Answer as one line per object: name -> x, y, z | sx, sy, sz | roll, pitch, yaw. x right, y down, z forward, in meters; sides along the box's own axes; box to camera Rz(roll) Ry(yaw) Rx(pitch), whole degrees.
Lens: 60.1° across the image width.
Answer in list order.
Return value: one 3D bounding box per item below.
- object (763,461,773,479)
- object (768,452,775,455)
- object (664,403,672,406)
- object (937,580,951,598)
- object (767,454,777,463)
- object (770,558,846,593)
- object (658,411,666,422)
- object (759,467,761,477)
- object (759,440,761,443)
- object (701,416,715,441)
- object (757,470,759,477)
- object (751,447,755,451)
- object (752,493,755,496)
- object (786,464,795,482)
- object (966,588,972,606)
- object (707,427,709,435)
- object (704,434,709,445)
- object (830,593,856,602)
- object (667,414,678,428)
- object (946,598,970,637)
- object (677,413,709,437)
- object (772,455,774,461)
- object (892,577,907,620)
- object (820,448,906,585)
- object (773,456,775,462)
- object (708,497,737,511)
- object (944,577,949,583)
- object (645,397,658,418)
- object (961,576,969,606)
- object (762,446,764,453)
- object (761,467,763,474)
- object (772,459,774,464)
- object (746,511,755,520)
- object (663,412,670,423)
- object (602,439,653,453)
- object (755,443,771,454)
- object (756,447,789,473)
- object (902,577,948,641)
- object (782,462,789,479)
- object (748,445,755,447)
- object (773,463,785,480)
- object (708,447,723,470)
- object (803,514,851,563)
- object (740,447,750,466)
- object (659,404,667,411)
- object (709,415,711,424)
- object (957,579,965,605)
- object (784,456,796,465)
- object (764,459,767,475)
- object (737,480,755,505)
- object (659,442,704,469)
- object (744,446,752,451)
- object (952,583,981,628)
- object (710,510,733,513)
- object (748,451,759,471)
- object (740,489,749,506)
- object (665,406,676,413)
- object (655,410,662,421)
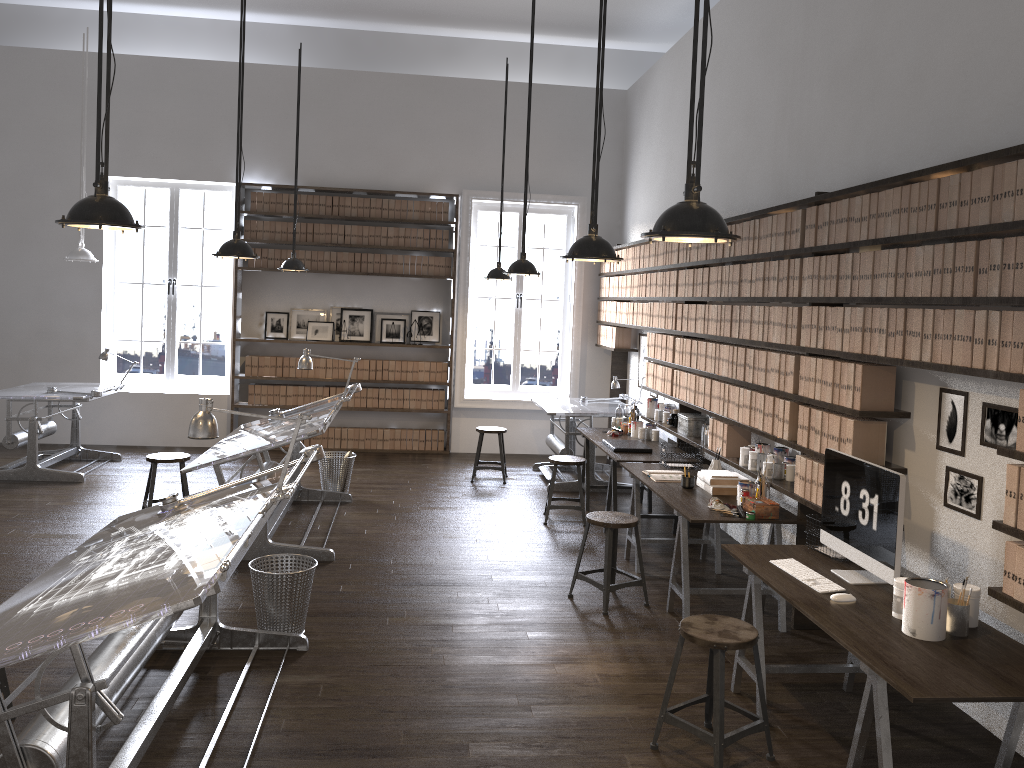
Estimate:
object -> 1.551, 0.522, 5.371 | 0.062, 0.095, 0.062 | 4, 4, 25
object -> 1.627, 0.497, 5.568 | 0.045, 0.127, 0.044 | 3, 3, 11
object -> 1.415, 0.244, 8.055 | 0.072, 0.129, 0.071 | 5, 4, 40
object -> 1.607, 0.826, 3.357 | 0.096, 0.143, 0.097 | 3, 3, 11
object -> 1.615, 0.502, 5.507 | 0.062, 0.119, 0.062 | 0, 4, -38
object -> 1.275, 0.829, 3.844 | 0.118, 0.017, 0.440 | 1, 5, -11
object -> 1.322, 0.285, 7.814 | 0.063, 0.093, 0.063 | 1, 4, -21
object -> 1.402, 0.552, 4.981 | 0.008, 0.186, 0.071 | 4, 3, 36
object -> 1.626, 0.449, 5.809 | 0.009, 0.168, 0.041 | 2, 3, -3
object -> 1.505, 0.305, 6.729 | 0.156, 0.271, 0.182 | 1, 4, -22
object -> 1.395, 0.564, 4.990 | 0.038, 0.153, 0.008 | 5, 3, 43
object -> 1.575, 0.476, 5.767 | 0.044, 0.127, 0.045 | 2, 3, -6
object -> 1.411, 0.680, 5.100 | 0.059, 0.088, 0.060 | 2, 3, -2
object -> 1.674, 0.533, 5.309 | 0.062, 0.095, 0.062 | 4, 4, 25
object -> 1.649, 0.822, 3.220 | 0.053, 0.157, 0.007 | 1, 3, -23
object -> 1.462, 0.381, 6.594 | 0.008, 0.125, 0.041 | 2, 3, -18
object -> 1.518, 0.413, 6.572 | 0.181, 0.093, 0.062 | 3, 3, 7
object -> 1.324, 0.852, 3.536 | 0.106, 0.028, 0.059 | 1, 5, -10
object -> 1.364, 0.305, 7.535 | 0.091, 0.108, 0.171 | 2, 5, -7
object -> 1.620, 0.854, 3.227 | 0.083, 0.122, 0.082 | 0, 4, -31
object -> 1.451, 0.328, 7.104 | 0.193, 0.152, 0.318 | 2, 5, -7
object -> 1.602, 0.500, 5.412 | 0.029, 0.135, 0.004 | 2, 2, -11
object -> 1.501, 0.820, 3.372 | 0.094, 0.144, 0.095 | 4, 3, 19
object -> 1.539, 0.589, 3.846 | 0.204, 0.516, 0.645 | 2, 4, -7
object -> 1.611, 0.501, 5.409 | 0.036, 0.119, 0.005 | 2, 2, -10
object -> 1.197, 0.692, 5.085 | 0.132, 0.050, 0.197 | -1, 6, -36
object -> 1.646, 0.819, 3.478 | 0.092, 0.142, 0.097 | 1, 4, -27
object -> 1.276, 0.217, 8.090 | 0.107, 0.176, 0.107 | 2, 3, -5
object -> 1.650, 0.808, 3.246 | 0.045, 0.204, 0.007 | 1, 3, -26
object -> 1.604, 0.465, 5.624 | 0.036, 0.148, 0.005 | 3, 2, 17
object -> 1.394, 0.555, 4.981 | 0.021, 0.180, 0.005 | 3, 2, 13
object -> 1.606, 0.507, 5.429 | 0.035, 0.104, 0.004 | 2, 2, -8
object -> 1.308, 0.721, 4.853 | 0.049, 0.037, 0.049 | 2, 4, -3
object -> 1.352, 0.292, 7.754 | 0.062, 0.094, 0.062 | 1, 3, -21
object -> 0.922, 0.498, 7.115 | 0.312, 0.033, 0.447 | 2, 5, -7
object -> 1.614, 0.467, 5.708 | 0.094, 0.161, 0.095 | 2, 3, -10
object -> 1.639, 0.480, 5.581 | 0.205, 0.161, 0.094 | 2, 3, -5
object -> 1.491, 0.816, 3.200 | 0.145, 0.195, 0.144 | 0, 4, -34
object -> 1.657, 0.526, 5.369 | 0.045, 0.102, 0.044 | 2, 3, -15
object -> 1.594, 0.467, 5.871 | 0.062, 0.119, 0.062 | 4, 4, 34
object -> 1.609, 0.528, 5.337 | 0.062, 0.094, 0.063 | 4, 4, 25
object -> 1.385, 0.534, 6.013 | 0.101, 0.209, 0.101 | 5, 4, 38
object -> 1.552, 0.732, 4.216 | 0.203, 0.160, 0.285 | 1, 5, -14
object -> 1.514, 0.474, 5.760 | 0.062, 0.119, 0.062 | 5, 4, 43
object -> 1.361, 0.247, 7.997 | 0.070, 0.130, 0.070 | 4, 4, 31
object -> 1.564, 0.342, 6.880 | 0.079, 0.188, 0.079 | 1, 3, -27
object -> 1.636, 0.806, 3.247 | 0.055, 0.180, 0.007 | 1, 3, -25
object -> 1.709, 0.512, 5.415 | 0.095, 0.129, 0.094 | 1, 4, -19
object -> 1.420, 0.533, 4.981 | 0.020, 0.228, 0.007 | 3, 3, 25
object -> 1.377, 0.644, 5.188 | 0.104, 0.141, 0.105 | 2, 3, 1
object -> 1.220, 0.517, 6.368 | 0.284, 0.160, 0.204 | 2, 4, -6
object -> 1.551, 0.471, 5.819 | 0.063, 0.118, 0.062 | 4, 4, 34
object -> 1.706, 0.833, 3.329 | 0.094, 0.144, 0.095 | 3, 3, 11
object -> 1.194, 0.716, 4.980 | 0.156, 0.006, 0.006 | 4, 4, 14
object -> 1.533, 0.488, 5.617 | 0.062, 0.119, 0.062 | 0, 4, -38
object -> 1.345, 0.663, 5.118 | 0.049, 0.111, 0.050 | 2, 3, -3
object -> 1.410, 0.267, 7.906 | 0.094, 0.128, 0.095 | 4, 4, 24
object -> 1.300, 0.278, 7.880 | 0.062, 0.094, 0.062 | 1, 3, -21
